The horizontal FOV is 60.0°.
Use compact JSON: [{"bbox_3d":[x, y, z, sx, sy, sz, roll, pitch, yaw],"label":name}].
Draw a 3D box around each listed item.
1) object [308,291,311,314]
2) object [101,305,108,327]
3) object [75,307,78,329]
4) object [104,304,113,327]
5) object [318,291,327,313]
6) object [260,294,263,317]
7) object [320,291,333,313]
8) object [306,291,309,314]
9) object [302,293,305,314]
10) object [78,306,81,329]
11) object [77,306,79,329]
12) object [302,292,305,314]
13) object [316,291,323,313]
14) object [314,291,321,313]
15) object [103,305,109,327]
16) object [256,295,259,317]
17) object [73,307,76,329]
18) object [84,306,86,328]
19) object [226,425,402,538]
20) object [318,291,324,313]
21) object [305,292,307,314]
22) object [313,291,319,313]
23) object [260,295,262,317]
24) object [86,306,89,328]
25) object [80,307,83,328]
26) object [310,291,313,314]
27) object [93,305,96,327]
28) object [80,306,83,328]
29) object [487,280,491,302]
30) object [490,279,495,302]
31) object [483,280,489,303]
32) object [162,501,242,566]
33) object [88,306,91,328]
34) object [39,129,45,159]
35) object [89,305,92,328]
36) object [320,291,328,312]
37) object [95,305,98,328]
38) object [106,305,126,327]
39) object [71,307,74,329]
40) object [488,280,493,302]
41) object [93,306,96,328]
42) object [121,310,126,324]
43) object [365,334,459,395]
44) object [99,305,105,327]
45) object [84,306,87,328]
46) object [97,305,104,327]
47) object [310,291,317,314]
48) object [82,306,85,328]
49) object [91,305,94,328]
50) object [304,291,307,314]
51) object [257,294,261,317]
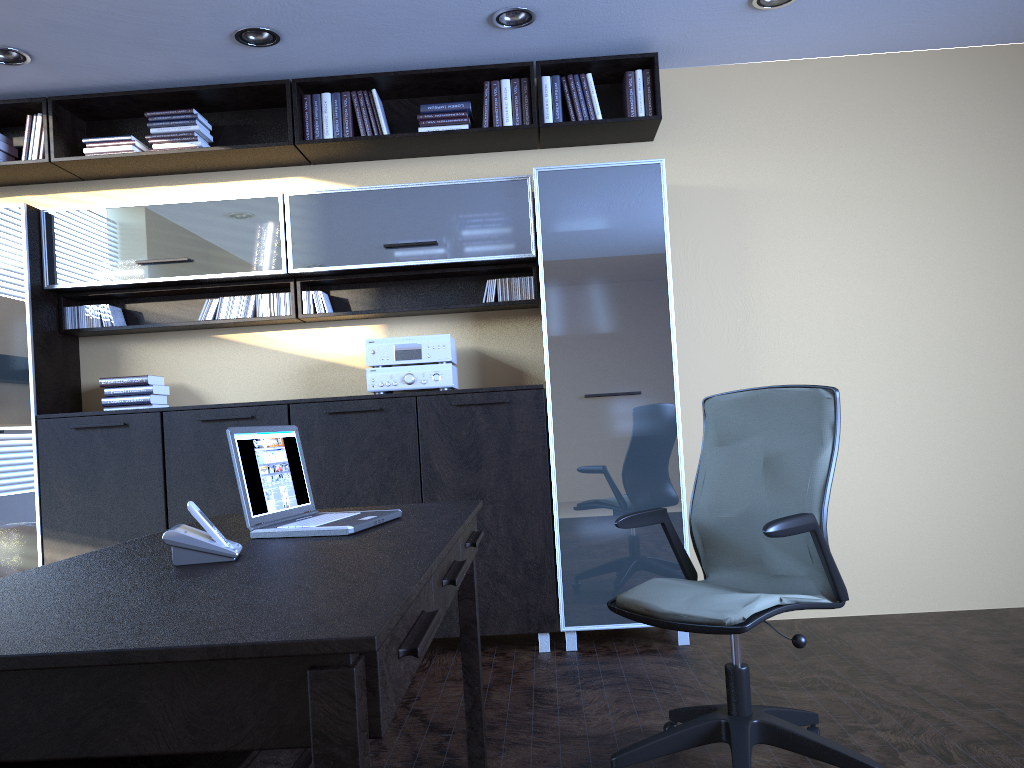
[{"bbox_3d":[-1.071,-0.429,4.769,0.009,0.120,0.142,-3,-2,2],"label":"object"},{"bbox_3d":[-2.176,-0.361,4.805,0.030,0.120,0.142,-3,-2,2],"label":"object"},{"bbox_3d":[-2.328,-0.352,4.810,0.006,0.118,0.140,-3,-2,2],"label":"object"},{"bbox_3d":[-2.156,-0.362,4.801,0.030,0.120,0.142,-3,-2,2],"label":"object"},{"bbox_3d":[-1.009,-0.432,4.769,0.030,0.120,0.142,-3,-2,2],"label":"object"},{"bbox_3d":[-1.331,-0.413,4.779,0.009,0.120,0.142,-3,-2,2],"label":"object"},{"bbox_3d":[-0.994,-0.432,4.769,0.040,0.118,0.142,-3,-2,2],"label":"object"},{"bbox_3d":[-1.081,-0.428,4.764,0.009,0.120,0.142,-3,-2,2],"label":"object"},{"bbox_3d":[-1.101,-0.427,4.768,0.009,0.120,0.142,-3,-2,2],"label":"object"},{"bbox_3d":[-2.308,-0.353,4.808,0.009,0.120,0.142,-3,-2,2],"label":"object"},{"bbox_3d":[-2.318,-0.353,4.810,0.009,0.120,0.142,-3,-2,2],"label":"object"},{"bbox_3d":[-1.101,-0.427,4.764,0.006,0.118,0.140,-3,-2,2],"label":"object"},{"bbox_3d":[-1.020,-0.431,4.766,0.030,0.120,0.142,-3,-2,2],"label":"object"},{"bbox_3d":[-1.030,-0.431,4.766,0.030,0.120,0.142,-3,-2,2],"label":"object"},{"bbox_3d":[-2.166,-0.362,4.808,0.030,0.120,0.142,-3,-2,2],"label":"object"},{"bbox_3d":[-1.351,-0.412,4.777,0.009,0.120,0.142,-3,-2,2],"label":"object"},{"bbox_3d":[-2.338,-0.351,4.816,0.009,0.120,0.142,-3,-2,2],"label":"object"},{"bbox_3d":[-2.277,-0.355,4.806,0.006,0.118,0.140,-3,-2,2],"label":"object"},{"bbox_3d":[-0.518,0.245,2.394,0.323,0.282,0.390,-4,-2,12],"label":"object"},{"bbox_3d":[-1.009,-0.432,4.767,0.026,0.117,0.140,-3,-2,2],"label":"object"},{"bbox_3d":[-1.091,-0.428,4.766,0.006,0.118,0.140,-3,-2,2],"label":"object"},{"bbox_3d":[-1.040,-0.430,4.769,0.026,0.117,0.140,-3,-2,2],"label":"object"},{"bbox_3d":[-1.330,-0.413,4.776,0.006,0.118,0.140,-3,-2,2],"label":"object"},{"bbox_3d":[-2.268,-0.356,4.811,0.009,0.120,0.142,-3,-2,2],"label":"object"},{"bbox_3d":[-2.298,-0.354,4.809,0.009,0.120,0.142,-3,-2,2],"label":"object"},{"bbox_3d":[-1.061,-0.429,4.767,0.006,0.118,0.140,-3,-2,2],"label":"object"},{"bbox_3d":[-2.227,-0.358,4.804,0.006,0.118,0.140,-3,-2,2],"label":"object"},{"bbox_3d":[-2.298,-0.354,4.808,0.006,0.118,0.140,-3,-2,2],"label":"object"},{"bbox_3d":[-0.121,-0.486,4.737,0.030,0.120,0.142,-3,-2,2],"label":"object"},{"bbox_3d":[-0.100,-0.487,4.736,0.030,0.120,0.142,-3,-2,2],"label":"object"},{"bbox_3d":[-0.136,-0.484,4.737,0.040,0.118,0.142,-3,-2,2],"label":"object"},{"bbox_3d":[-0.656,0.310,1.884,0.146,0.126,0.130,-3,-2,-13],"label":"object"},{"bbox_3d":[-2.258,-0.356,4.809,0.009,0.120,0.142,-3,-2,2],"label":"object"},{"bbox_3d":[-2.457,-1.289,4.756,0.075,0.259,0.207,-3,-2,2],"label":"object"},{"bbox_3d":[-2.248,-0.357,4.806,0.009,0.120,0.142,-3,-2,1],"label":"object"},{"bbox_3d":[-0.994,-0.432,4.767,0.036,0.116,0.140,-3,-2,2],"label":"object"},{"bbox_3d":[-2.218,-0.359,4.805,0.009,0.120,0.142,-3,-2,2],"label":"object"},{"bbox_3d":[-2.141,-0.362,4.803,0.040,0.118,0.142,-3,-2,2],"label":"object"},{"bbox_3d":[-2.348,-0.351,4.810,0.009,0.120,0.142,-3,-2,2],"label":"object"},{"bbox_3d":[-0.111,-0.487,4.737,0.030,0.120,0.142,-3,-2,2],"label":"object"},{"bbox_3d":[-2.228,-0.358,4.807,0.009,0.120,0.142,-3,-2,2],"label":"object"},{"bbox_3d":[-2.140,-0.362,4.810,0.036,0.116,0.140,-3,-2,2],"label":"object"},{"bbox_3d":[-0.511,-0.092,4.588,0.430,0.281,0.363,-3,-2,2],"label":"object"},{"bbox_3d":[-2.186,-0.361,4.804,0.026,0.117,0.140,-3,-2,2],"label":"object"},{"bbox_3d":[-2.278,-0.355,4.808,0.009,0.120,0.142,-3,-2,2],"label":"object"},{"bbox_3d":[-2.207,-0.359,4.808,0.009,0.120,0.142,-3,-2,2],"label":"object"},{"bbox_3d":[-1.061,-0.429,4.769,0.009,0.120,0.142,-3,-2,2],"label":"object"},{"bbox_3d":[-2.288,-0.355,4.806,0.006,0.118,0.140,-3,-2,2],"label":"object"},{"bbox_3d":[-2.238,-0.358,4.806,0.009,0.120,0.142,-3,-2,2],"label":"object"},{"bbox_3d":[-1.091,-0.427,4.769,0.009,0.120,0.142,-3,-2,2],"label":"object"},{"bbox_3d":[-1.341,-0.412,4.775,0.009,0.120,0.142,-3,-2,2],"label":"object"}]
